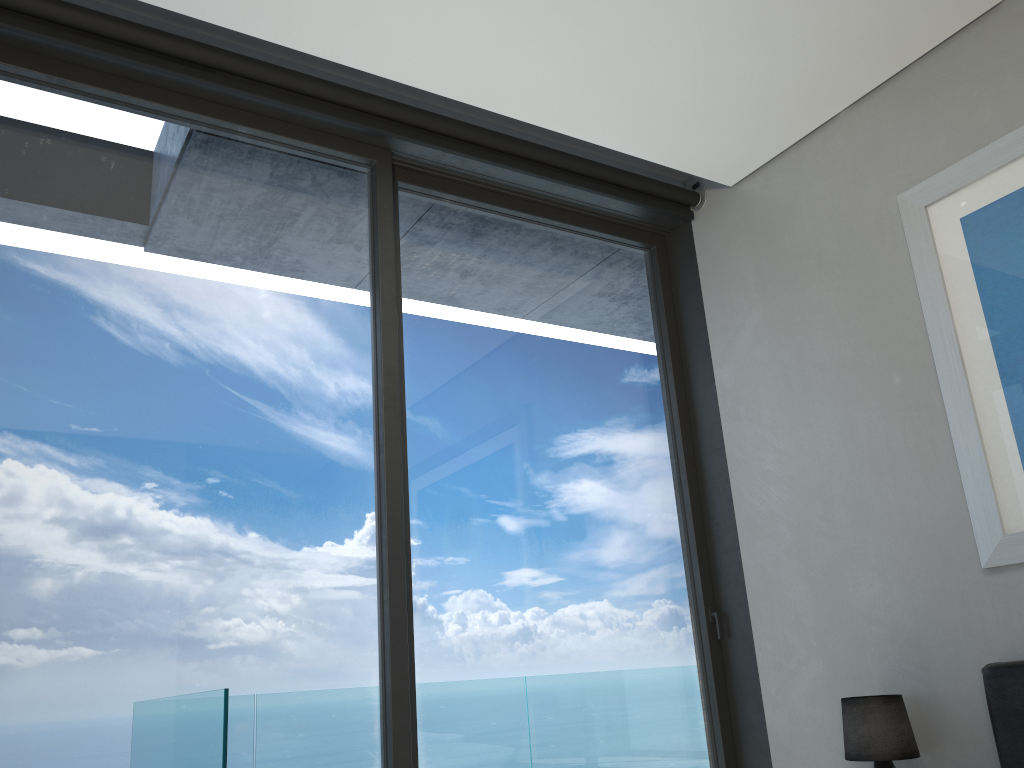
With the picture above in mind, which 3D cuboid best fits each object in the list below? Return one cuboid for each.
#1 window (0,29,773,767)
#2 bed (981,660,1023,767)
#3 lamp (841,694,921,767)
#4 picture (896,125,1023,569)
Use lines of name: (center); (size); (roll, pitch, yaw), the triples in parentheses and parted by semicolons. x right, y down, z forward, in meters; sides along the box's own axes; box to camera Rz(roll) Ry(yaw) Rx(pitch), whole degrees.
window: (1.888, 0.148, 2.785); (9.735, 3.162, 3.616); (8, -22, -31)
bed: (1.003, 0.898, 1.328); (2.620, 0.927, 2.770); (7, -22, -31)
lamp: (1.262, 1.275, 3.022); (0.242, 0.397, 0.220); (-13, -20, 25)
picture: (1.981, -0.331, 2.426); (0.025, 1.391, 1.810); (7, -21, -31)
